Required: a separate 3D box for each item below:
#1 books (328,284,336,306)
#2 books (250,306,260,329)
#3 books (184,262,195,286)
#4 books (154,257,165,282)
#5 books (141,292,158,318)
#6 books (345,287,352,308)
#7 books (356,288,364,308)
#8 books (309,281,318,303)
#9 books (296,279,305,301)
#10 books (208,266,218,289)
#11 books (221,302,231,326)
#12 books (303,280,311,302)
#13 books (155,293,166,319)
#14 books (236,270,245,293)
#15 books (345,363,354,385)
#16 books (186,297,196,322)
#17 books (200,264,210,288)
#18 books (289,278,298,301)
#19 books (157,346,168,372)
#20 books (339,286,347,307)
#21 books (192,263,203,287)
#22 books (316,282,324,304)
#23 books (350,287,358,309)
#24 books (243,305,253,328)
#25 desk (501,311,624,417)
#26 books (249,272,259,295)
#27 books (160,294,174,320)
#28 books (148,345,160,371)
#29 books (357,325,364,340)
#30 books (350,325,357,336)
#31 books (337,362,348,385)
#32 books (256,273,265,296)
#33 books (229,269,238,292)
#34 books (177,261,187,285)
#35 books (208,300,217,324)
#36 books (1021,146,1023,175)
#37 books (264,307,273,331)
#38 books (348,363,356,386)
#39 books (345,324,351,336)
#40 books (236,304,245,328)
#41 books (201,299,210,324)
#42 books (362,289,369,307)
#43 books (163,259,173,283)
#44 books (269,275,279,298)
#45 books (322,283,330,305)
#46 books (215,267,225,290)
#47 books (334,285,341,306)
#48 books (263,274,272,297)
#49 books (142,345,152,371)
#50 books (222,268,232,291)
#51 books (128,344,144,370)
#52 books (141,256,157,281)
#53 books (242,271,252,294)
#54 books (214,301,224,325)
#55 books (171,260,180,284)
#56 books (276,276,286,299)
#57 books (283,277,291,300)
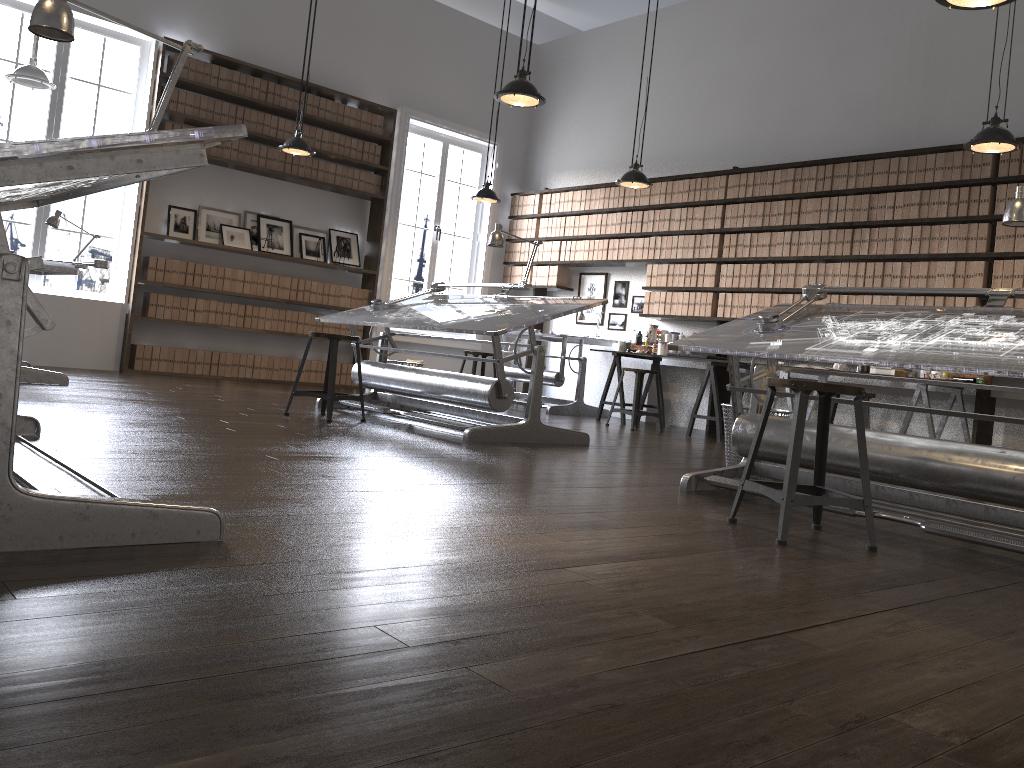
[{"bbox_3d":[-1.916,-0.926,9.222,0.066,0.226,0.175,7,-1,-41],"label":"books"},{"bbox_3d":[-2.558,-0.657,8.699,0.066,0.226,0.175,7,-1,-41],"label":"books"},{"bbox_3d":[-3.032,-1.021,8.260,0.066,0.226,0.175,7,-1,-41],"label":"books"},{"bbox_3d":[-3.239,-1.038,8.081,0.066,0.226,0.175,7,-1,-41],"label":"books"},{"bbox_3d":[-3.297,-0.719,8.053,0.066,0.226,0.175,7,-1,-41],"label":"books"},{"bbox_3d":[-1.769,-0.914,9.350,0.066,0.226,0.175,7,-1,-41],"label":"books"},{"bbox_3d":[-1.667,-0.905,9.446,0.066,0.226,0.175,7,-1,-41],"label":"books"},{"bbox_3d":[-2.075,-0.939,9.087,0.066,0.226,0.175,7,-1,-41],"label":"books"},{"bbox_3d":[-2.184,-0.949,8.992,0.066,0.226,0.175,7,-1,-41],"label":"books"},{"bbox_3d":[-2.872,-1.007,8.405,0.066,0.226,0.175,7,-1,-41],"label":"books"},{"bbox_3d":[-2.777,-0.676,8.509,0.066,0.226,0.175,7,-1,-41],"label":"books"},{"bbox_3d":[-2.131,-0.944,9.045,0.066,0.226,0.175,7,-1,-41],"label":"books"},{"bbox_3d":[-3.242,-0.715,8.100,0.066,0.226,0.175,7,-1,-41],"label":"books"},{"bbox_3d":[-2.668,-0.990,8.577,0.066,0.226,0.175,7,-1,-41],"label":"books"},{"bbox_3d":[-1.769,-0.106,9.413,0.066,0.226,0.175,7,-1,-41],"label":"books"},{"bbox_3d":[-3.030,-0.697,8.285,0.066,0.226,0.175,7,-1,-41],"label":"books"},{"bbox_3d":[-2.923,-1.011,8.356,0.066,0.226,0.175,7,-1,-41],"label":"books"},{"bbox_3d":[-2.244,-0.954,8.948,0.066,0.226,0.175,7,-1,-41],"label":"books"},{"bbox_3d":[-3.237,-0.230,8.143,0.066,0.226,0.175,7,-1,-41],"label":"books"},{"bbox_3d":[-1.820,-0.918,9.308,0.066,0.226,0.175,7,-1,-41],"label":"books"},{"bbox_3d":[-2.979,-1.016,8.313,0.066,0.226,0.175,7,-1,-41],"label":"books"},{"bbox_3d":[-2.024,-0.935,9.136,0.066,0.226,0.175,7,-1,-41],"label":"books"},{"bbox_3d":[-1.718,-0.909,9.399,0.066,0.226,0.175,7,-1,-41],"label":"books"},{"bbox_3d":[-2.610,-0.661,8.647,0.066,0.226,0.175,7,-1,-41],"label":"books"},{"bbox_3d":[0.435,-0.273,9.224,1.068,1.099,1.272,6,0,-41],"label":"desk"},{"bbox_3d":[-2.562,-0.981,8.671,0.066,0.226,0.175,7,-1,-41],"label":"books"},{"bbox_3d":[-3.190,-0.711,8.150,0.066,0.226,0.175,7,-1,-41],"label":"books"},{"bbox_3d":[-3.290,-0.235,8.094,0.066,0.226,0.175,7,-1,-41],"label":"books"},{"bbox_3d":[-1.664,-0.581,9.463,0.066,0.226,0.175,7,-1,-41],"label":"books"},{"bbox_3d":[-1.720,-0.586,9.421,0.066,0.226,0.175,7,-1,-41],"label":"books"},{"bbox_3d":[-1.821,-0.110,9.361,0.066,0.226,0.175,7,-1,-41],"label":"books"},{"bbox_3d":[-2.510,-0.977,8.718,0.066,0.226,0.175,7,-1,-41],"label":"books"},{"bbox_3d":[-2.716,-0.994,8.537,0.066,0.226,0.175,7,-1,-41],"label":"books"},{"bbox_3d":[-3.092,-1.026,8.216,0.066,0.226,0.175,7,-1,-41],"label":"books"},{"bbox_3d":[-2.877,-0.684,8.415,0.066,0.226,0.175,7,-1,-41],"label":"books"},{"bbox_3d":[3.696,-1.575,6.299,0.174,0.226,0.067,6,-1,-41],"label":"books"},{"bbox_3d":[-2.452,-0.648,8.786,0.066,0.226,0.175,7,-1,-41],"label":"books"},{"bbox_3d":[-1.710,-0.101,9.461,0.066,0.226,0.175,7,-1,-41],"label":"books"},{"bbox_3d":[-1.774,-0.590,9.374,0.066,0.226,0.175,7,-1,-41],"label":"books"},{"bbox_3d":[-2.670,-0.667,8.602,0.066,0.226,0.175,7,-1,-41],"label":"books"},{"bbox_3d":[-2.931,-0.689,8.375,0.066,0.226,0.175,7,-1,-41],"label":"books"},{"bbox_3d":[-1.613,-0.900,9.483,0.066,0.226,0.175,7,-1,-41],"label":"books"},{"bbox_3d":[-3.184,-1.033,8.127,0.066,0.226,0.175,7,-1,-41],"label":"books"},{"bbox_3d":[-2.399,-0.967,8.805,0.066,0.226,0.175,7,-1,-41],"label":"books"},{"bbox_3d":[-1.970,-0.931,9.183,0.066,0.226,0.175,7,-1,-41],"label":"books"},{"bbox_3d":[-2.818,-1.003,8.451,0.066,0.226,0.175,7,-1,-41],"label":"books"},{"bbox_3d":[-1.869,-0.922,9.269,0.066,0.226,0.175,7,-1,-41],"label":"books"},{"bbox_3d":[-2.455,-0.972,8.761,0.066,0.226,0.175,7,-1,-41],"label":"books"},{"bbox_3d":[-3.345,-0.240,8.052,0.066,0.226,0.175,7,-1,-41],"label":"books"},{"bbox_3d":[-2.764,-0.998,8.490,0.066,0.226,0.175,7,-1,-41],"label":"books"},{"bbox_3d":[-3.399,-0.244,8.008,0.066,0.226,0.175,7,-1,-41],"label":"books"},{"bbox_3d":[-3.296,-1.043,8.036,0.066,0.226,0.175,7,-1,-41],"label":"books"},{"bbox_3d":[-2.612,-0.985,8.623,0.066,0.226,0.175,7,-1,-41],"label":"books"},{"bbox_3d":[-2.830,-0.680,8.463,0.066,0.226,0.175,7,-1,-41],"label":"books"},{"bbox_3d":[-3.139,-1.030,8.172,0.066,0.226,0.175,7,-1,-41],"label":"books"},{"bbox_3d":[-2.344,-0.962,8.852,0.066,0.226,0.175,7,-1,-41],"label":"books"},{"bbox_3d":[-2.299,-0.959,8.897,0.066,0.226,0.175,7,-1,-41],"label":"books"}]
